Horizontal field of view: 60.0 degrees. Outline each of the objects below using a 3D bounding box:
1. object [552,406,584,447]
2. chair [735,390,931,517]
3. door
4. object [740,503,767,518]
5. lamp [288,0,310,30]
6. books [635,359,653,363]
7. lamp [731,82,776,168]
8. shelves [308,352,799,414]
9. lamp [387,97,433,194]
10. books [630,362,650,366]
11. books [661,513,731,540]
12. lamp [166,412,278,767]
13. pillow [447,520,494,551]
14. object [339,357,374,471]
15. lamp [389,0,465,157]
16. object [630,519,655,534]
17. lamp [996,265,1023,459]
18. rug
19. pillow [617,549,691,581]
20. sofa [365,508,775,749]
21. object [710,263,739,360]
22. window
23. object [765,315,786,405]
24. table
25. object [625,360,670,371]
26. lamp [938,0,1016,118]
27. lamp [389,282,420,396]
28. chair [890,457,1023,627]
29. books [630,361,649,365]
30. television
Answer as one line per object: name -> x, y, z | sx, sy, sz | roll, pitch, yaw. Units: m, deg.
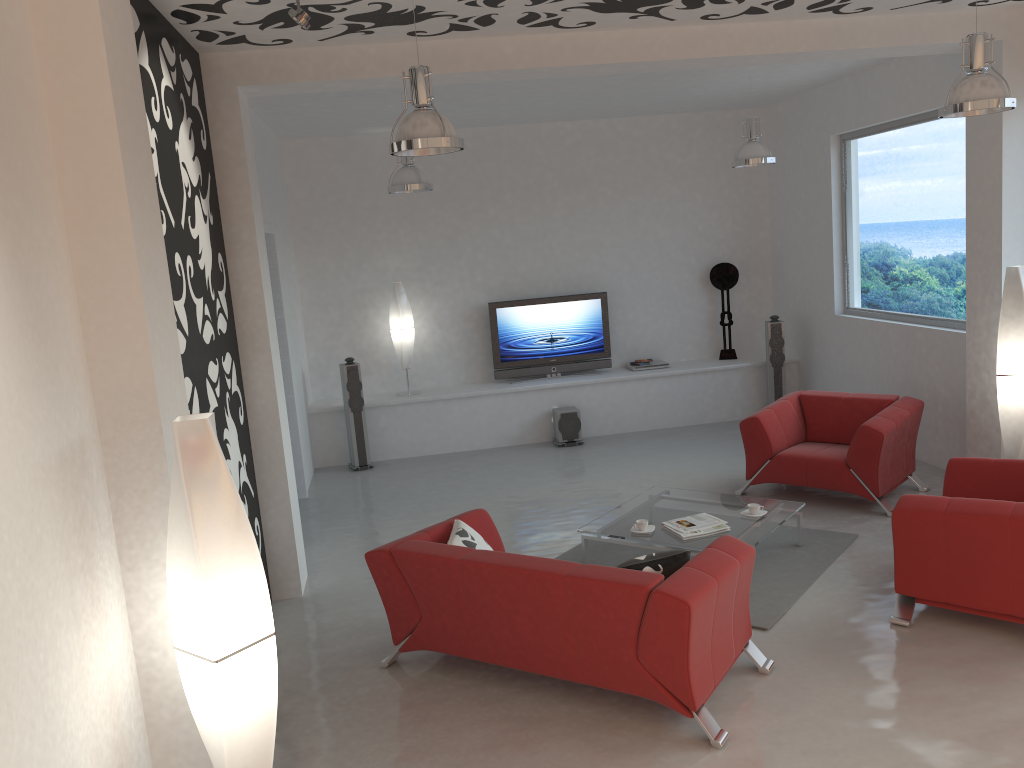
object -> 0.601, 0.464, 9.672 | 0.336, 0.374, 0.337 | -6, 9, -7
chair -> 2.583, 0.512, 7.181 | 1.288, 0.738, 0.951 | 3, 12, 42
door -> -2.057, -0.061, 7.464 | 0.240, 2.550, 1.600 | -6, 9, -7
object -> 1.611, 0.841, 5.915 | 0.153, 0.069, 0.153 | -13, 12, -40
lamp -> -1.036, -1.811, 4.304 | 0.112, 0.176, 0.118 | 1, 11, 35
books -> 1.528, -0.269, 10.254 | 0.190, 0.015, 0.135 | -4, 9, 3
lamp -> 2.089, -2.315, 7.727 | 0.379, 0.800, 0.379 | 1, 11, 32
shelves -> 0.505, -0.035, 10.055 | 5.500, 0.050, 0.650 | -6, 9, -7
lamp -> -0.880, -2.002, 7.350 | 0.379, 0.800, 0.379 | -7, 9, -11
books -> 1.480, -0.235, 10.254 | 0.190, 0.015, 0.135 | -13, 12, -42
books -> 1.192, 0.919, 5.760 | 0.367, 0.035, 0.345 | -8, 10, -17
lamp -> -0.902, 0.976, 2.854 | 0.313, 1.779, 0.313 | -5, 9, 1
pillow -> -0.195, 0.947, 4.826 | 0.288, 0.343, 0.402 | -5, 9, 0
object -> -1.647, 0.303, 9.300 | 0.255, 1.184, 0.273 | -9, 10, -22
lamp -> -0.460, -1.564, 4.412 | 0.379, 0.800, 0.379 | -7, 9, -14
object -> 0.852, 0.927, 5.782 | 0.153, 0.069, 0.153 | -2, 10, 19
lamp -> 3.467, 0.086, 6.076 | 0.313, 1.779, 0.313 | -7, 9, -15
rug -> 1.238, 1.179, 6.046 | 1.700, 0.025, 1.700 | 2, 11, 37
pillow -> 0.646, 0.963, 4.289 | 0.402, 0.343, 0.288 | -7, 9, -15
sofa -> 0.256, 1.129, 4.580 | 1.929, 0.738, 0.951 | 1, 11, 32
object -> 2.494, -0.848, 10.337 | 0.331, 1.130, 0.108 | -2, 10, 17
window -> 3.575, -1.441, 7.859 | 0.100, 1.800, 2.400 | -6, 9, -7
object -> 2.939, -0.179, 9.877 | 0.255, 1.184, 0.273 | -4, 9, 8
table -> 1.233, 1.034, 6.032 | 1.162, 0.286, 1.097 | 2, 11, 37
object -> 1.572, -0.220, 10.297 | 0.430, 0.045, 0.352 | -6, 9, -7
lamp -> 2.508, -1.877, 4.789 | 0.379, 0.800, 0.379 | -1, 10, 21
lamp -> -1.198, -0.501, 9.777 | 0.263, 1.239, 0.263 | -7, 9, -15
chair -> 2.776, 0.855, 4.953 | 0.951, 0.738, 1.288 | 3, 12, 42
books -> 1.478, -0.250, 10.255 | 0.190, 0.015, 0.135 | -10, 10, -27
television -> 0.443, -0.528, 10.091 | 1.356, 0.919, 0.343 | -6, 9, -7
